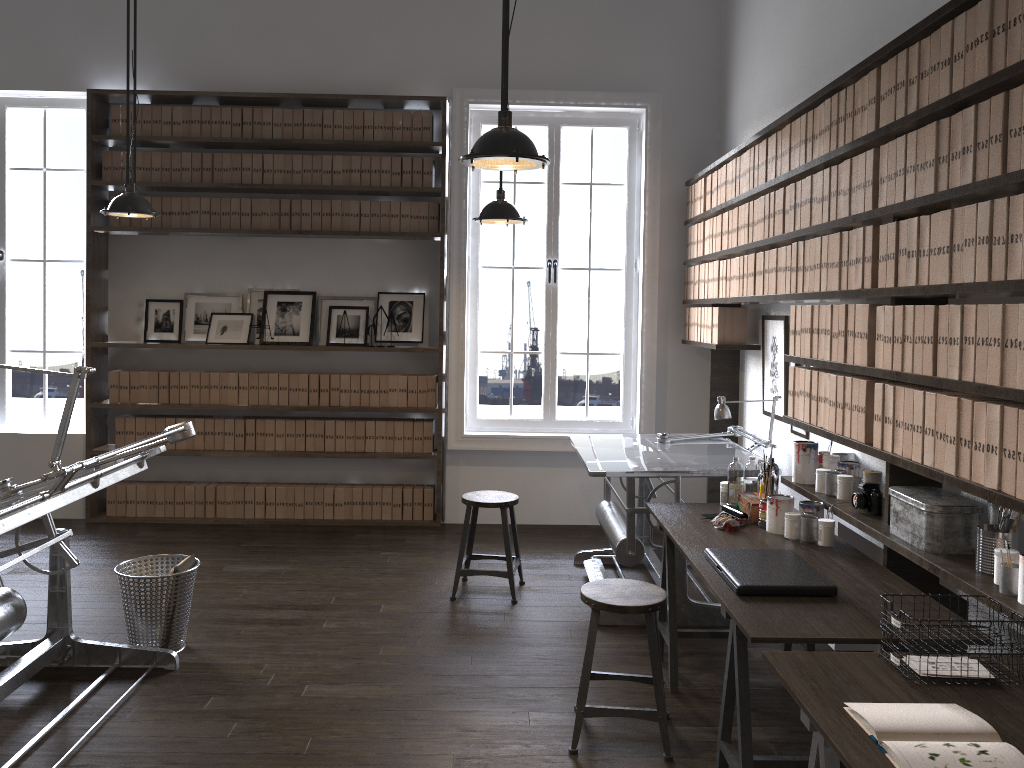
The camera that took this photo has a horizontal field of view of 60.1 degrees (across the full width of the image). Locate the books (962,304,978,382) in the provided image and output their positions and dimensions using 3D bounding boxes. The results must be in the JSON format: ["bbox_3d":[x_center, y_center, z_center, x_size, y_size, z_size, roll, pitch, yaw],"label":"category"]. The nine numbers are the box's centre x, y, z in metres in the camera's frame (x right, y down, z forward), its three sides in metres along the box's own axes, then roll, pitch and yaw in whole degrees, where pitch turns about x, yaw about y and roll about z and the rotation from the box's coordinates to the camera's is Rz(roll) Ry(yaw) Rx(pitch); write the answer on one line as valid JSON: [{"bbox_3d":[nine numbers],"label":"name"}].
[{"bbox_3d":[1.357,-0.108,2.466,0.174,0.225,0.067,1,2,-1],"label":"books"}]

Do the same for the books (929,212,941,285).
[{"bbox_3d":[1.358,-0.401,2.662,0.174,0.225,0.067,1,2,-1],"label":"books"}]

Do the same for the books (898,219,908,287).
[{"bbox_3d":[1.355,-0.418,2.874,0.174,0.225,0.067,1,2,-1],"label":"books"}]

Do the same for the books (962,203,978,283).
[{"bbox_3d":[1.359,-0.385,2.465,0.174,0.225,0.067,1,2,-1],"label":"books"}]

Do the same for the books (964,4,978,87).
[{"bbox_3d":[1.369,-0.938,2.474,0.174,0.225,0.067,1,2,-1],"label":"books"}]

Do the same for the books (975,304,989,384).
[{"bbox_3d":[1.358,-0.102,2.395,0.174,0.225,0.067,1,2,-1],"label":"books"}]

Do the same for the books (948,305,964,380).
[{"bbox_3d":[1.351,-0.114,2.537,0.174,0.225,0.067,1,2,-1],"label":"books"}]

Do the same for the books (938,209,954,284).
[{"bbox_3d":[1.353,-0.396,2.594,0.174,0.225,0.067,1,2,-1],"label":"books"}]

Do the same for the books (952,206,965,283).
[{"bbox_3d":[1.359,-0.390,2.528,0.174,0.225,0.067,1,2,-1],"label":"books"}]

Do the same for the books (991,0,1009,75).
[{"bbox_3d":[1.373,-0.927,2.340,0.174,0.225,0.067,1,2,-1],"label":"books"}]

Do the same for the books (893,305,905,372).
[{"bbox_3d":[1.343,-0.142,2.885,0.174,0.225,0.067,1,2,-1],"label":"books"}]

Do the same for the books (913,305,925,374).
[{"bbox_3d":[1.352,-0.132,2.757,0.174,0.225,0.067,1,2,-1],"label":"books"}]

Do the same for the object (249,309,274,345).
[{"bbox_3d":[-1.754,-0.398,6.206,0.174,0.260,0.040,1,2,-1],"label":"object"}]

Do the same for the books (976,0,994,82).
[{"bbox_3d":[1.366,-0.933,2.407,0.174,0.225,0.067,1,2,-1],"label":"books"}]

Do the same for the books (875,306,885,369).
[{"bbox_3d":[1.344,-0.154,3.030,0.174,0.225,0.067,1,2,-1],"label":"books"}]

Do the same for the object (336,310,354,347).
[{"bbox_3d":[-1.176,-0.389,6.230,0.124,0.260,0.040,1,2,-1],"label":"object"}]

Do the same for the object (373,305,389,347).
[{"bbox_3d":[-0.924,-0.407,6.243,0.118,0.304,0.040,1,2,-1],"label":"object"}]

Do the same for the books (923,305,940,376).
[{"bbox_3d":[1.348,-0.126,2.682,0.174,0.225,0.067,1,2,-1],"label":"books"}]

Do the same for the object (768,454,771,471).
[{"bbox_3d":[1.071,0.383,3.702,0.006,0.192,0.055,1,2,-2],"label":"object"}]

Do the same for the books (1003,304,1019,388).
[{"bbox_3d":[1.359,-0.091,2.261,0.174,0.225,0.067,1,2,-1],"label":"books"}]

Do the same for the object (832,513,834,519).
[{"bbox_3d":[1.216,0.538,3.377,0.004,0.103,0.035,1,2,-8],"label":"object"}]

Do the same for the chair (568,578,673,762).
[{"bbox_3d":[0.398,1.009,3.192,0.358,0.527,0.372,1,3,7],"label":"chair"}]

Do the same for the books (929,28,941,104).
[{"bbox_3d":[1.366,-0.955,2.680,0.174,0.225,0.067,1,2,-1],"label":"books"}]

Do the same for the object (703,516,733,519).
[{"bbox_3d":[0.858,0.558,3.705,0.156,0.006,0.006,-1,4,-22],"label":"object"}]

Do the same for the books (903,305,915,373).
[{"bbox_3d":[1.349,-0.137,2.822,0.174,0.225,0.067,1,2,-1],"label":"books"}]

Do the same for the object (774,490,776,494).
[{"bbox_3d":[1.079,0.500,3.627,0.005,0.130,0.040,1,2,1],"label":"object"}]

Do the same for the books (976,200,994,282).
[{"bbox_3d":[1.358,-0.379,2.392,0.174,0.225,0.067,1,2,-1],"label":"books"}]

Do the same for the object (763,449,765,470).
[{"bbox_3d":[1.056,0.377,3.706,0.007,0.214,0.055,2,2,34],"label":"object"}]

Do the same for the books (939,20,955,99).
[{"bbox_3d":[1.363,-0.949,2.609,0.174,0.225,0.067,1,2,-1],"label":"books"}]

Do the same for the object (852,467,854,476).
[{"bbox_3d":[1.371,0.387,3.566,0.005,0.117,0.036,2,2,20],"label":"object"}]

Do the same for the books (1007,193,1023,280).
[{"bbox_3d":[1.366,-0.368,2.252,0.174,0.225,0.067,1,2,-1],"label":"books"}]

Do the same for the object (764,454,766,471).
[{"bbox_3d":[1.066,0.388,3.722,0.008,0.186,0.071,1,2,0],"label":"object"}]

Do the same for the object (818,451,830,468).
[{"bbox_3d":[1.350,0.362,3.829,0.051,0.139,0.050,1,2,-3],"label":"object"}]

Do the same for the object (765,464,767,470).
[{"bbox_3d":[1.072,0.407,3.705,0.044,0.152,0.005,0,2,-31],"label":"object"}]

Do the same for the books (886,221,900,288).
[{"bbox_3d":[1.348,-0.425,2.949,0.174,0.225,0.067,1,2,-1],"label":"books"}]

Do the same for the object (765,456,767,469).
[{"bbox_3d":[1.060,0.391,3.727,0.022,0.180,0.005,2,2,22],"label":"object"}]

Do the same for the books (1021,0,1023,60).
[{"bbox_3d":[1.371,-0.916,2.198,0.174,0.225,0.067,1,2,-1],"label":"books"}]

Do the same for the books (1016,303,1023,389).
[{"bbox_3d":[1.359,-0.086,2.198,0.174,0.225,0.067,1,2,-1],"label":"books"}]

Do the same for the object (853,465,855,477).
[{"bbox_3d":[1.373,0.388,3.557,0.004,0.133,0.029,2,2,21],"label":"object"}]

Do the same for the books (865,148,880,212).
[{"bbox_3d":[1.349,-0.715,3.131,0.174,0.225,0.067,1,2,-1],"label":"books"}]

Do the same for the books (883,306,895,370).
[{"bbox_3d":[1.342,-0.148,2.958,0.174,0.225,0.067,1,2,-1],"label":"books"}]

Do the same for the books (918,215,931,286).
[{"bbox_3d":[1.357,-0.407,2.733,0.174,0.225,0.067,1,2,-1],"label":"books"}]

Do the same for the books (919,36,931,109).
[{"bbox_3d":[1.366,-0.961,2.750,0.174,0.225,0.067,1,2,-1],"label":"books"}]

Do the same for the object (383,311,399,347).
[{"bbox_3d":[-0.855,-0.387,6.272,0.110,0.261,0.040,1,2,-1],"label":"object"}]

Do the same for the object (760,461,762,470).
[{"bbox_3d":[1.056,0.401,3.716,0.037,0.153,0.005,1,2,-5],"label":"object"}]

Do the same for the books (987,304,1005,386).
[{"bbox_3d":[1.353,-0.097,2.328,0.174,0.225,0.067,1,2,-1],"label":"books"}]

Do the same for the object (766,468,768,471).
[{"bbox_3d":[1.063,0.358,3.691,0.006,0.017,0.006,3,3,40],"label":"object"}]

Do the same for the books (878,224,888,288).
[{"bbox_3d":[1.352,-0.431,3.023,0.174,0.225,0.067,1,2,-1],"label":"books"}]

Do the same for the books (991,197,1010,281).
[{"bbox_3d":[1.363,-0.373,2.322,0.174,0.225,0.067,1,2,-1],"label":"books"}]

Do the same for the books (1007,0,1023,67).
[{"bbox_3d":[1.374,-0.921,2.269,0.174,0.225,0.067,1,2,-1],"label":"books"}]

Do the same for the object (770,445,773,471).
[{"bbox_3d":[1.080,0.369,3.710,0.021,0.228,0.007,1,2,11],"label":"object"}]

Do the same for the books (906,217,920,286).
[{"bbox_3d":[1.351,-0.413,2.803,0.174,0.225,0.067,1,2,-1],"label":"books"}]

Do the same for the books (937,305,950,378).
[{"bbox_3d":[1.355,-0.119,2.608,0.174,0.225,0.067,1,2,-1],"label":"books"}]

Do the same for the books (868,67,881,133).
[{"bbox_3d":[1.353,-0.991,3.116,0.174,0.225,0.067,1,2,-1],"label":"books"}]

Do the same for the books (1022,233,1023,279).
[{"bbox_3d":[1.364,-0.362,2.182,0.174,0.225,0.067,1,2,-1],"label":"books"}]

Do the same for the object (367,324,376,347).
[{"bbox_3d":[-0.984,-0.336,6.208,0.066,0.165,0.040,1,2,-1],"label":"object"}]

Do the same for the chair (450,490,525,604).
[{"bbox_3d":[-0.122,0.870,4.791,0.358,0.527,0.372,1,3,7],"label":"chair"}]
